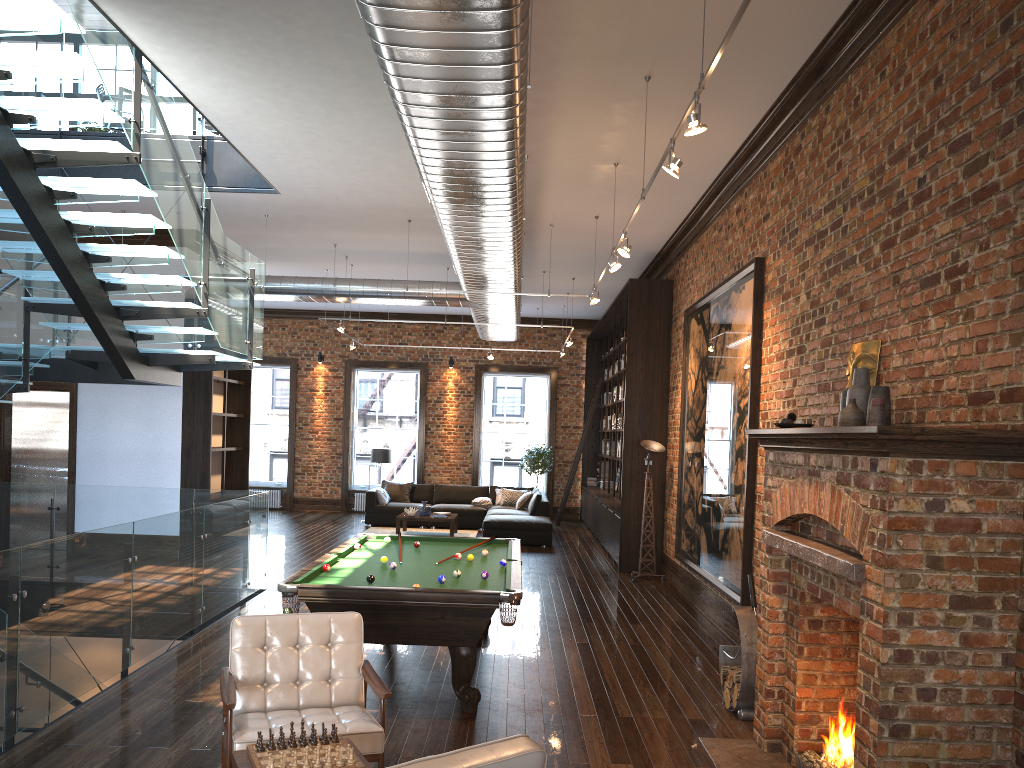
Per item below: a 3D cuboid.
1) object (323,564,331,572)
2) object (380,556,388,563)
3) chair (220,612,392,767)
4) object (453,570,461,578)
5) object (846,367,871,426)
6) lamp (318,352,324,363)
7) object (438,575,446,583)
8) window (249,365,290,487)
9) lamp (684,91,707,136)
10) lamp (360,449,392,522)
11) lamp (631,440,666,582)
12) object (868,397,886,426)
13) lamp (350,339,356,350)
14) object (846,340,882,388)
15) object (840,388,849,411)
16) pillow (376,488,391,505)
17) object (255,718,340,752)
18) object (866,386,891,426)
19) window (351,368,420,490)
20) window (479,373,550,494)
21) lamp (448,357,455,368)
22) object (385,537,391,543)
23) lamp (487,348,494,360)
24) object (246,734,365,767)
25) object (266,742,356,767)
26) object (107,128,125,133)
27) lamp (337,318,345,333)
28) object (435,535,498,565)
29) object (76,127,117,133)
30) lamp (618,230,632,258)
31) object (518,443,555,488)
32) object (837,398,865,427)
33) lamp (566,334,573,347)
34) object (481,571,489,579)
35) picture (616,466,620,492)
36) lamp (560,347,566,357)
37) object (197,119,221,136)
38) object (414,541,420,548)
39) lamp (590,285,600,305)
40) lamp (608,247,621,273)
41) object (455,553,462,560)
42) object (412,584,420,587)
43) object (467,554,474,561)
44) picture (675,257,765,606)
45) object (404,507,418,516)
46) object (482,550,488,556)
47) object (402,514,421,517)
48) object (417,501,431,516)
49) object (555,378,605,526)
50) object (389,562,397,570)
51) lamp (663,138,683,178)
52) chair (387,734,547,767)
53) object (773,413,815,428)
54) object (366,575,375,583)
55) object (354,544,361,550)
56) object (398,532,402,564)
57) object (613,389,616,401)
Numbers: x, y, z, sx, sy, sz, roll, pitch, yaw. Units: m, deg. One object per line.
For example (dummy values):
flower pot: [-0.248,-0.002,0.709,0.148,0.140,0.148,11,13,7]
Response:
object: [-1.325,1.316,6.335,0.057,0.057,0.057,3,-1,-43]
object: [-0.987,1.358,6.848,0.057,0.057,0.057,1,-1,37]
chair: [-1.016,1.599,4.305,0.769,0.867,0.741,2,-1,-20]
object: [-0.388,1.346,6.290,0.057,0.057,0.057,1,-1,39]
object: [1.904,0.086,4.845,0.145,0.350,0.145,3,1,37]
lamp: [-4.190,-0.574,19.405,0.126,0.237,0.155,2,0,0]
object: [-0.475,1.327,6.029,0.057,0.057,0.057,2,-1,5]
window: [-5.664,0.943,19.851,1.520,2.756,0.154,2,2,0]
lamp: [0.924,-1.358,4.454,0.117,0.213,0.117,2,1,42]
lamp: [-2.707,2.013,17.505,0.686,1.468,0.420,2,1,30]
lamp: [1.800,1.639,11.499,0.425,1.829,0.505,2,1,5]
object: [1.873,0.153,4.547,0.081,0.179,0.082,3,1,42]
lamp: [-3.021,-0.756,16.856,0.114,0.230,0.113,2,1,41]
object: [2.031,0.021,5.240,0.125,0.536,0.408,2,0,0]
object: [1.909,0.145,4.992,0.118,0.250,0.118,1,1,-42]
pillow: [-2.494,2.181,17.218,0.244,0.305,0.574,2,-2,1]
object: [-0.876,1.429,3.633,0.334,0.101,0.075,3,-1,-25]
object: [1.932,0.130,4.665,0.120,0.243,0.120,2,1,20]
window: [-2.807,1.042,19.840,1.520,2.756,0.154,2,2,0]
window: [0.053,1.140,19.828,1.520,2.756,0.154,2,2,0]
lamp: [-1.327,-0.475,19.393,0.126,0.237,0.155,2,0,0]
object: [-1.139,1.427,8.121,0.057,0.058,0.057,2,-1,1]
lamp: [-0.428,-0.605,17.908,0.113,0.230,0.113,2,1,-30]
object: [-0.824,1.486,3.518,0.388,0.028,0.388,4,-4,-25]
object: [-0.768,1.419,3.399,0.334,0.101,0.075,3,-1,-25]
object: [-4.737,-3.113,10.692,0.541,0.770,0.519,2,0,-30]
lamp: [-2.686,-0.918,13.919,0.114,0.230,0.113,2,1,21]
object: [-0.368,1.417,7.634,0.028,0.072,1.608,2,-3,16]
object: [-6.892,-3.493,14.785,0.813,1.867,0.799,1,1,-41]
lamp: [0.941,-1.174,7.418,0.113,0.230,0.114,2,1,30]
object: [0.506,2.197,19.197,0.812,1.867,0.800,2,1,9]
object: [1.779,0.160,4.646,0.136,0.169,0.136,2,-1,42]
lamp: [0.966,-0.737,14.834,0.113,0.230,0.114,2,1,-24]
object: [-0.192,1.351,6.272,0.057,0.057,0.057,2,-1,22]
picture: [2.058,1.847,17.248,0.112,0.498,0.507,2,-1,0]
lamp: [0.976,-0.619,16.840,0.113,0.230,0.114,2,1,40]
object: [-3.430,-3.068,10.681,0.540,0.770,0.519,2,0,10]
object: [-0.841,1.422,7.848,0.057,0.057,0.057,3,-1,-41]
lamp: [0.951,-1.013,10.148,0.113,0.230,0.114,2,1,15]
lamp: [0.943,-1.135,8.083,0.114,0.230,0.113,2,1,-20]
object: [-0.435,1.397,7.182,0.057,0.057,0.057,3,-1,-35]
object: [-0.608,1.300,5.635,0.057,0.057,0.057,2,-1,18]
object: [-0.333,1.397,7.124,0.057,0.057,0.057,2,-1,1]
picture: [2.064,0.520,9.163,0.080,3.004,3.202,2,-1,0]
object: [-1.752,2.235,15.548,0.219,0.160,0.218,0,-2,42]
object: [-0.227,1.419,7.447,0.057,0.057,0.057,3,-1,-44]
object: [-1.764,2.305,15.539,0.267,0.018,0.202,0,-4,24]
object: [-1.553,2.206,15.711,0.215,0.251,0.215,2,-1,33]
object: [1.394,1.413,18.378,0.897,3.080,0.494,2,1,0]
object: [-0.880,1.344,6.553,0.057,0.057,0.057,3,-1,-30]
lamp: [0.927,-1.308,5.143,0.114,0.230,0.113,2,1,-25]
chair: [-0.383,1.537,2.877,0.769,0.867,0.740,3,-1,-40]
object: [1.655,0.221,5.204,0.237,0.105,0.237,2,-3,11]
object: [-0.946,1.306,5.938,0.057,0.057,0.057,2,-1,5]
object: [-1.313,1.388,7.553,0.057,0.057,0.057,2,-1,-1]
object: [-0.963,1.396,7.636,0.028,0.072,1.606,2,-3,-8]
object: [1.923,0.221,16.557,0.075,0.255,0.087,2,1,-10]
